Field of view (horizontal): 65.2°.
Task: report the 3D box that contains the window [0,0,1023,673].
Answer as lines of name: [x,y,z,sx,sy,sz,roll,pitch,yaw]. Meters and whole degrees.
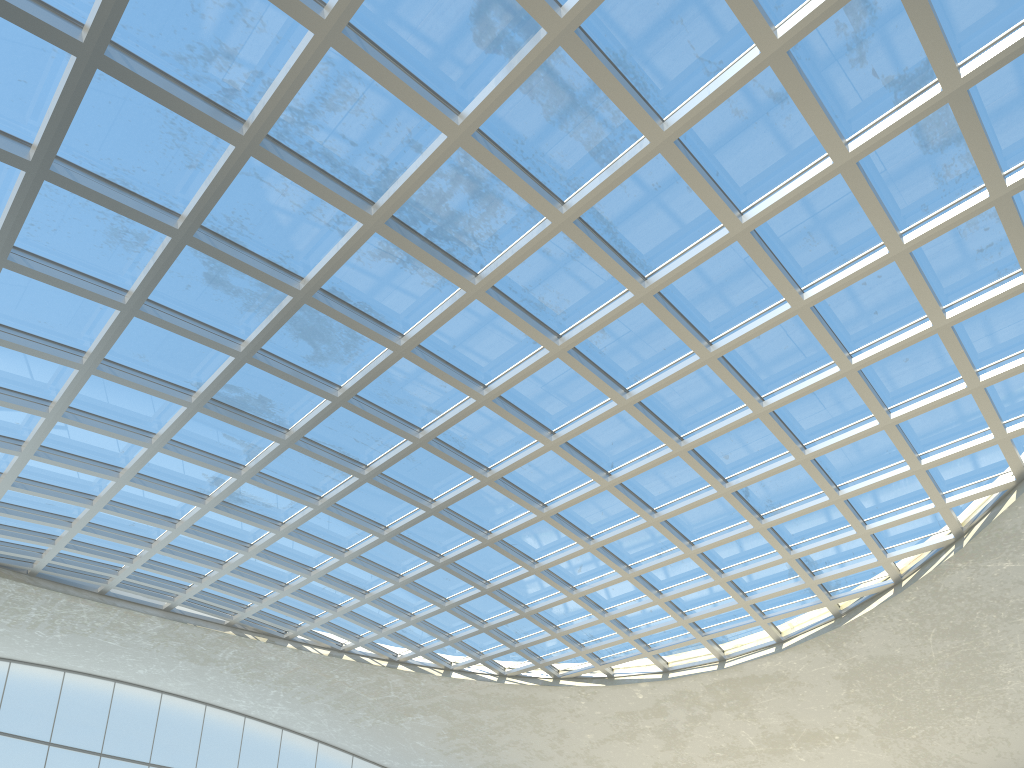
window: [-7.973,5.875,46.338,84.080,9.638,85.986,-28,-46,36]
